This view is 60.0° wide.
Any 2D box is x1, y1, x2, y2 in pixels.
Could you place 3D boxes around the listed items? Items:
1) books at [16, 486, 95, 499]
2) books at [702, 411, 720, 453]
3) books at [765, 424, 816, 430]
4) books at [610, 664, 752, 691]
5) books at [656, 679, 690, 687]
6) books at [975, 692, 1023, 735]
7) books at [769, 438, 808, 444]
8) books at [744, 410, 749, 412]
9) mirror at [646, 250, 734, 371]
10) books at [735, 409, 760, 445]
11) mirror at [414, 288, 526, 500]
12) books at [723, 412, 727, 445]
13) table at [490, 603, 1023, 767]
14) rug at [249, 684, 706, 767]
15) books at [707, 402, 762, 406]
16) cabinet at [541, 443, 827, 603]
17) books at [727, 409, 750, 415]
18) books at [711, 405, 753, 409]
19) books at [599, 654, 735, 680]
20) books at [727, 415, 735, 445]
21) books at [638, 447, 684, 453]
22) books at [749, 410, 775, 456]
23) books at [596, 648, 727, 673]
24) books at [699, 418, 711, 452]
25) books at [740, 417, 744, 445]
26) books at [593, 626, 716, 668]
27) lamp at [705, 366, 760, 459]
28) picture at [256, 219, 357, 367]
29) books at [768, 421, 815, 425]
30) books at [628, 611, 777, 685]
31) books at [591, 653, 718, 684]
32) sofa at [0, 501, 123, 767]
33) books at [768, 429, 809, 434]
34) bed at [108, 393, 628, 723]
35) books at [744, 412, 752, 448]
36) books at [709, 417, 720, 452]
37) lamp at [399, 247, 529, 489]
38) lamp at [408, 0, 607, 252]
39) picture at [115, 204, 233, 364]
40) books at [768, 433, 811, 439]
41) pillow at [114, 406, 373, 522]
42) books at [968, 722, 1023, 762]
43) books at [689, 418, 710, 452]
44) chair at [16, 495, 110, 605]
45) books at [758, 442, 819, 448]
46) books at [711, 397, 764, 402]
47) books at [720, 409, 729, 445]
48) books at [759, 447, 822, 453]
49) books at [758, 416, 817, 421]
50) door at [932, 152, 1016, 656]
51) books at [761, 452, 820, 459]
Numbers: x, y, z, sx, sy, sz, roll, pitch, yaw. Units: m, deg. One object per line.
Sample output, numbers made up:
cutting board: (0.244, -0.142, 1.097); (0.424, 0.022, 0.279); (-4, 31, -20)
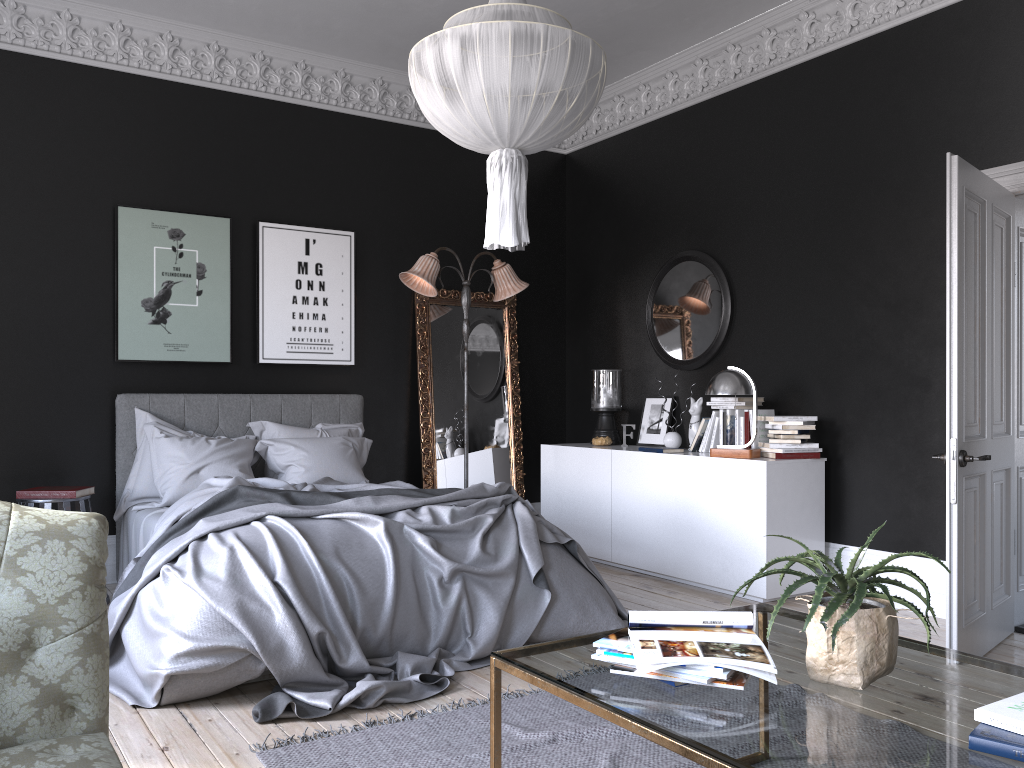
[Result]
books: (-2.772, 0.660, 5.398); (0.346, 0.045, 0.275); (0, -1, -3)
books: (1.467, 0.336, 6.267); (0.220, 0.296, 0.126); (0, 0, -33)
books: (1.801, 0.276, 5.746); (0.220, 0.030, 0.306); (0, -1, -3)
books: (0.435, 0.701, 2.210); (0.318, 0.011, 0.252); (0, -1, 24)
books: (0.395, 0.718, 2.263); (0.162, 0.023, 0.231); (1, -1, -32)
books: (1.131, 0.682, 1.763); (0.220, 0.024, 0.307); (1, -1, -33)
books: (1.793, 0.366, 5.753); (0.203, 0.029, 0.268); (0, -1, 27)
books: (1.663, 0.328, 6.016); (0.221, 0.307, 0.030); (0, 0, -33)
mirror: (1.342, -0.565, 6.843); (0.061, 0.924, 0.924); (0, 0, -33)
books: (1.609, 0.328, 6.048); (0.220, 0.307, 0.024); (0, 0, -33)
mirror: (-0.330, 0.292, 7.506); (0.991, 2.192, 0.254); (0, 0, -33)
books: (1.531, 0.338, 6.125); (0.193, 0.289, 0.030); (0, 0, -33)
table: (0.792, 1.009, 2.127); (1.092, 0.558, 1.449); (0, -1, -33)
rug: (0.893, 1.277, 2.250); (2.106, 0.050, 3.645); (1, -1, -32)
books: (1.543, 0.136, 6.149); (0.220, 0.024, 0.307); (1, -1, -43)
cabinet: (1.132, 0.930, 6.549); (0.570, 0.882, 2.396); (0, -1, -33)
books: (1.566, 0.329, 6.115); (0.220, 0.307, 0.024); (0, 0, -33)
books: (1.541, 0.161, 6.156); (0.195, 0.026, 0.258); (0, -1, -23)
books: (0.414, 0.680, 2.229); (0.318, 0.011, 0.252); (-1, -1, 29)
books: (1.547, 0.348, 6.071); (0.204, 0.270, 0.029); (0, 0, -33)
books: (1.066, 0.470, 6.332); (0.193, 0.030, 0.289); (1, -1, -27)
books: (1.682, 0.326, 5.935); (0.220, 0.308, 0.050); (0, 0, -33)
books: (0.410, 0.669, 2.248); (0.318, 0.011, 0.252); (-1, -1, 29)
books: (1.442, 0.363, 6.308); (0.195, 0.245, 0.132); (0, 0, -33)
books: (1.626, 0.351, 6.026); (0.195, 0.258, 0.026); (0, 0, -33)
books: (0.407, 0.659, 2.256); (0.318, 0.011, 0.252); (-1, -1, 34)
lamp: (1.431, 0.181, 5.776); (0.340, 0.590, 0.328); (0, 0, 37)
picture: (-1.565, -0.679, 6.799); (0.792, 1.078, 0.014); (0, 0, -33)
books: (1.817, 0.250, 5.760); (0.220, 0.024, 0.307); (-1, -1, 32)
books: (0.458, 0.645, 2.193); (0.322, 0.109, 0.273); (0, -1, 2)
books: (0.404, 0.690, 2.241); (0.318, 0.011, 0.252); (-1, -1, 39)
sofa: (-1.110, 0.721, 1.032); (1.606, 1.161, 2.813); (0, -1, -32)
books: (1.794, 0.306, 5.747); (0.193, 0.030, 0.289); (-1, -1, 31)
bed: (-1.194, 0.698, 5.189); (2.765, 1.298, 3.283); (1, -1, -44)
books: (1.661, 0.332, 5.972); (0.235, 0.295, 0.038); (0, 0, -33)
books: (1.486, 0.356, 6.240); (0.195, 0.256, 0.091); (0, 0, -33)
lamp: (-0.354, 0.166, 6.856); (0.986, 2.411, 0.772); (0, 0, 0)
lamp: (-0.019, -1.552, 3.515); (0.782, 2.049, 0.784); (0, 0, 11)
picture: (-2.378, -0.688, 6.271); (0.792, 1.078, 0.014); (0, 0, -33)
books: (1.796, 0.337, 5.762); (0.193, 0.030, 0.289); (0, -1, -2)
pillow: (-1.751, 0.530, 6.153); (1.830, 0.760, 0.680); (1, -1, -33)
books: (1.074, 0.708, 1.730); (0.289, 0.030, 0.193); (-1, -1, 41)
books: (1.394, 0.362, 6.326); (0.203, 0.246, 0.158); (0, 0, -33)
chair: (-2.782, 1.018, 5.393); (0.613, 0.673, 0.613); (0, 0, 11)
books: (1.787, 0.395, 5.745); (0.318, 0.031, 0.229); (0, -1, -3)
books: (1.565, 0.109, 6.165); (0.220, 0.030, 0.306); (0, -1, -23)
books: (1.541, 0.331, 6.204); (0.221, 0.307, 0.030); (0, 0, -33)
books: (1.795, 0.424, 5.718); (0.319, 0.025, 0.228); (0, -1, -23)
books: (1.779, 0.223, 5.744); (0.306, 0.030, 0.220); (0, -1, -13)
door: (2.364, 0.143, 4.406); (0.216, 2.374, 1.098); (0, 0, 44)
books: (1.791, 0.455, 5.708); (0.295, 0.038, 0.234); (0, -1, -6)
